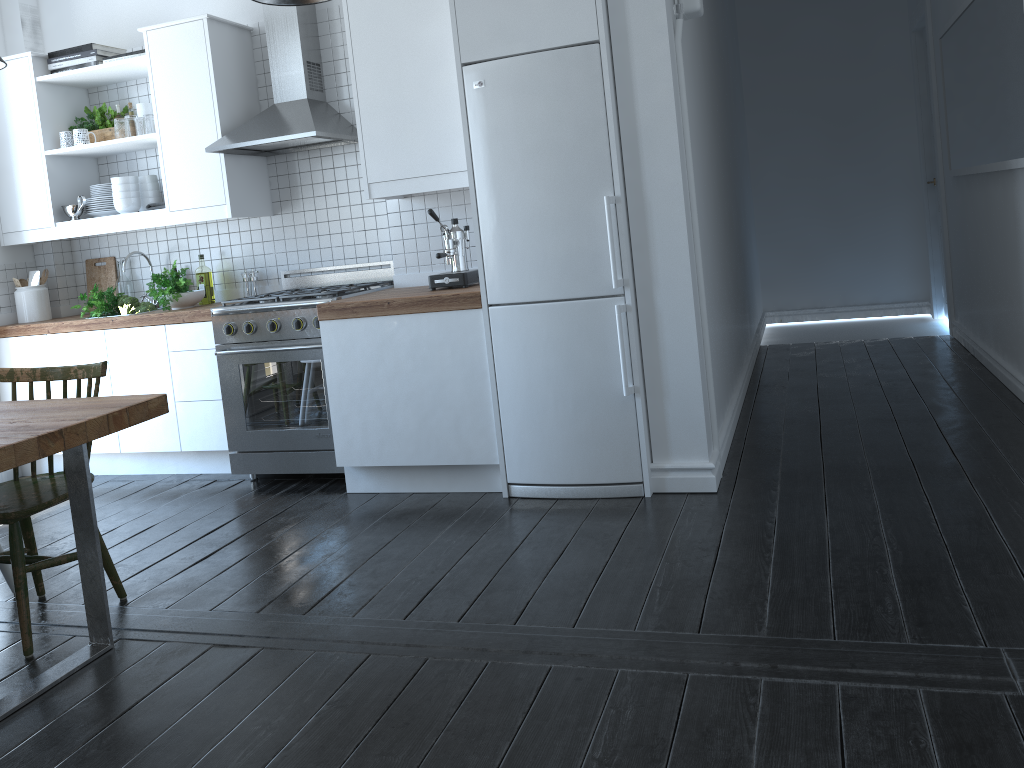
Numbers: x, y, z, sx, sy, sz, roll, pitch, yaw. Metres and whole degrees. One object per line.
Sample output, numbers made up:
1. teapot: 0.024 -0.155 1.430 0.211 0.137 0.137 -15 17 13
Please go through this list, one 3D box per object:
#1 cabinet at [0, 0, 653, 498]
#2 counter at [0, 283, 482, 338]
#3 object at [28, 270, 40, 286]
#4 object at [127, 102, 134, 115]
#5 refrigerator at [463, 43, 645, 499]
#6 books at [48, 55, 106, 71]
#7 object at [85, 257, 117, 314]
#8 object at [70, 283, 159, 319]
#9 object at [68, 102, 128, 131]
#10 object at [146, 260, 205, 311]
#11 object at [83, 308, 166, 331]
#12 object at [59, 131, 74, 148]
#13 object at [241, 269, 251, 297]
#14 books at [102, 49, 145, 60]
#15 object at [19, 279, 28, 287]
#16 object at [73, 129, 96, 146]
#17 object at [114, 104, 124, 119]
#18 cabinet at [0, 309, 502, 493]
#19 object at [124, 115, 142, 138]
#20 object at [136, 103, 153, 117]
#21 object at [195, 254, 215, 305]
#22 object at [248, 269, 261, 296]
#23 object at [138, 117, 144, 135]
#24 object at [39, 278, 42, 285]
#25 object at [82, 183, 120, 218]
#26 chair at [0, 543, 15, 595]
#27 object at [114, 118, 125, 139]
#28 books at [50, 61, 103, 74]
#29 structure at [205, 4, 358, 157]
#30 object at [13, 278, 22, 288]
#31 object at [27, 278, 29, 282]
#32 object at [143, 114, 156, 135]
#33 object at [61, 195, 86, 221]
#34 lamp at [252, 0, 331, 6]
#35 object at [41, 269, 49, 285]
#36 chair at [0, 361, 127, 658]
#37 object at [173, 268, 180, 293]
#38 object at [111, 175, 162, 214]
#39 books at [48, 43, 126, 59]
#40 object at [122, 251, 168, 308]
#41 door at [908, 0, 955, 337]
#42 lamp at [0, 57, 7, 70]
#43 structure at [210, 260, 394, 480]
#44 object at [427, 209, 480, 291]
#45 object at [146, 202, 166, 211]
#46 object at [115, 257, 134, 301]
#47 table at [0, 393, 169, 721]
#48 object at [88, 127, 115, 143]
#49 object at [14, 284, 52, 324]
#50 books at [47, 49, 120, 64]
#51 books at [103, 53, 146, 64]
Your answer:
1. cabinet: -1.175 -0.728 4.464 3.779 2.353 0.789 -3 5 23
2. counter: -1.455 -0.368 4.560 3.091 0.073 0.860 -3 11 19
3. object: -2.781 -0.512 5.114 0.064 0.288 0.142 -7 5 -7
4. object: -2.175 -1.496 5.050 0.056 0.232 0.056 -5 4 22
5. refrigerator: 0.256 -0.482 3.837 0.574 1.787 0.689 -5 4 19
6. books: -2.404 -1.807 5.005 0.327 0.030 0.263 -3 10 17
7. object: -2.471 -0.595 5.309 0.219 0.327 0.041 -4 4 19
8. object: -2.189 -0.421 4.882 0.470 0.305 0.286 -7 7 -8
9. object: -2.402 -1.491 5.095 0.346 0.252 0.165 -5 6 9
10. object: -1.834 -0.537 4.774 0.271 0.267 0.343 -5 8 9
11. object: -2.132 -0.347 4.939 0.371 0.110 0.359 -3 10 19
12. object: -2.503 -1.369 4.972 0.083 0.099 0.109 -7 7 -11
13. object: -1.487 -0.559 4.950 0.059 0.171 0.060 -4 5 33
14. books: -2.040 -1.813 4.897 0.340 0.015 0.279 -2 11 20
15. object: -2.812 -0.488 5.110 0.061 0.249 0.117 -9 6 -41
16. object: -2.392 -1.371 4.918 0.108 0.099 0.084 -5 6 8
17. object: -2.236 -1.481 5.025 0.060 0.223 0.060 -6 4 2
18. cabinet: -1.384 0.047 4.639 3.175 0.808 0.739 -1 8 27
19. object: -2.055 -1.391 4.768 0.086 0.118 0.087 -1 8 42
20. object: -2.078 -1.481 5.010 0.085 0.220 0.086 -4 5 26
21. object: -1.742 -0.593 4.982 0.066 0.280 0.067 -5 4 14
22. object: -1.435 -0.557 4.910 0.059 0.171 0.060 -4 5 33
23. object: -2.028 -1.409 4.854 0.086 0.118 0.087 -7 6 -12
24. object: -2.743 -0.499 5.136 0.051 0.245 0.115 -7 5 -16
25. object: -2.305 -1.050 5.064 0.299 0.193 0.310 -3 9 20
26. chair: -2.062 0.386 3.074 0.465 0.835 0.516 -4 6 19
27. object: -2.130 -1.390 4.810 0.086 0.118 0.087 -1 8 42
28. books: -2.386 -1.773 5.012 0.350 0.043 0.263 -2 11 21
29. structure: -1.218 -1.866 4.506 0.631 1.294 0.535 -5 5 19
30. object: -2.827 -0.488 5.090 0.054 0.260 0.150 -7 5 -6
31. object: -2.776 -0.497 5.144 0.118 0.248 0.034 -5 4 19
32. object: -1.965 -1.405 4.794 0.086 0.118 0.087 -7 6 -12
33. object: -2.446 -0.981 4.932 0.209 0.133 0.103 -1 8 31
34. lamp: -0.903 -2.008 3.457 0.384 0.932 0.390 -4 5 28
35. object: -2.739 -0.521 5.129 0.131 0.294 0.057 -6 4 -2
36. chair: -1.603 0.376 2.901 0.466 0.821 0.492 -5 5 18
37. object: -1.938 -0.563 5.095 0.085 0.229 0.086 -7 4 -16
38. object: -2.103 -1.060 4.937 0.149 0.214 0.314 -4 8 17
39. books: -2.409 -1.873 5.009 0.324 0.037 0.263 -2 11 21
40. object: -2.083 -0.592 5.055 0.189 0.350 0.277 -7 6 -4
41. door: 3.279 -1.672 6.793 0.115 2.455 1.084 -5 5 19
42. lamp: -3.589 -1.141 4.505 2.693 2.491 0.498 -4 4 19
43. structure: -1.013 -0.072 4.508 0.698 1.011 0.732 -4 6 19
44. object: -0.287 -0.624 4.047 0.205 0.367 0.358 -4 7 19
45. object: -1.898 -0.978 4.856 0.245 0.042 0.281 -4 10 12
46. object: -2.303 -0.591 5.221 0.097 0.315 0.099 -5 4 19
47. table: -2.276 0.534 2.723 2.221 0.710 1.033 -3 9 19
48. object: -2.323 -1.408 5.075 0.392 0.102 0.155 -3 9 19
49. object: -2.778 -0.465 5.107 0.173 0.206 0.176 -3 7 24
50. books: -2.393 -1.840 5.011 0.350 0.030 0.292 -3 11 19
51. books: -2.039 -1.785 4.890 0.349 0.037 0.265 -3 10 18
